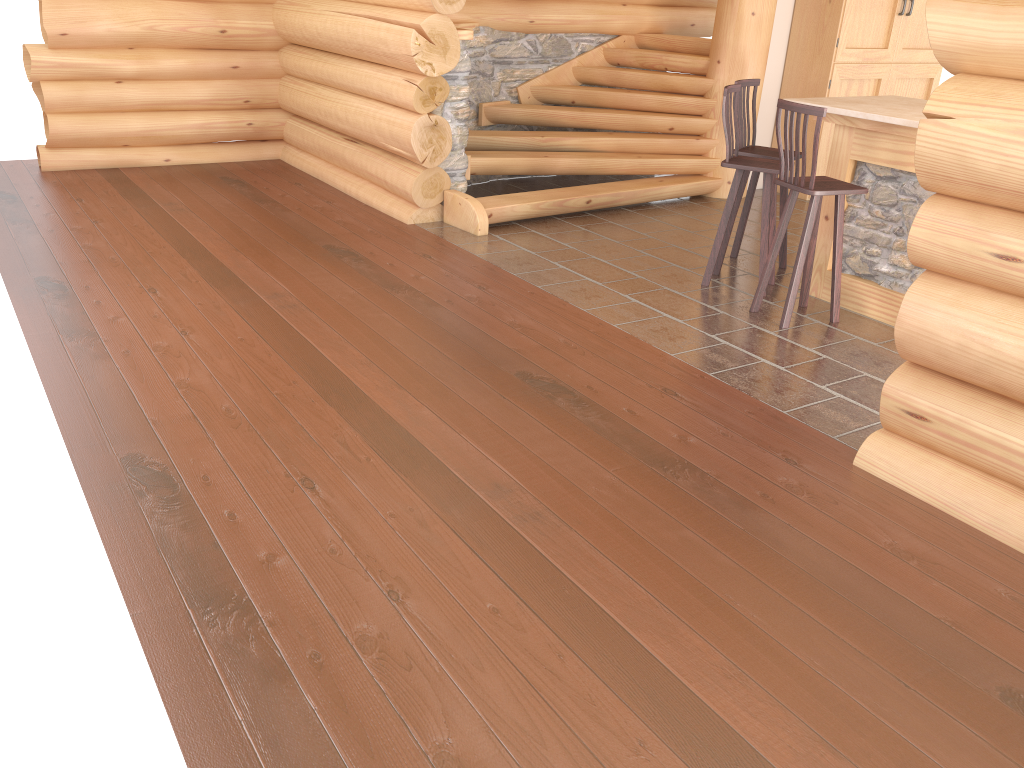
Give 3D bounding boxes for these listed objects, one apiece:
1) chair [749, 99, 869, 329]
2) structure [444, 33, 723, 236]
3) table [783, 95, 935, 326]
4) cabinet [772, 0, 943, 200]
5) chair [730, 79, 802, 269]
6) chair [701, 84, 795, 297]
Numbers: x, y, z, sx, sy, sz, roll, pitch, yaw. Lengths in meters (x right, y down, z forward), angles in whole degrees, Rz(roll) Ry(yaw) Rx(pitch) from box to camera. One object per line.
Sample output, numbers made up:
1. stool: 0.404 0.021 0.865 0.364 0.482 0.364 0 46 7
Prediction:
1. chair: 1.820 -1.030 5.421 0.504 1.319 0.406 -7 26 -22
2. structure: 0.565 -2.669 8.520 3.604 1.643 1.951 -16 30 -36
3. table: 3.121 -0.827 5.203 1.196 1.257 3.220 -12 29 -31
4. cabinet: 3.674 -3.230 9.195 1.847 2.403 0.670 -12 29 -31
5. chair: 1.810 -1.497 6.454 0.504 1.319 0.406 20 29 32
6. chair: 1.608 -1.308 6.011 0.504 1.319 0.406 14 26 22
